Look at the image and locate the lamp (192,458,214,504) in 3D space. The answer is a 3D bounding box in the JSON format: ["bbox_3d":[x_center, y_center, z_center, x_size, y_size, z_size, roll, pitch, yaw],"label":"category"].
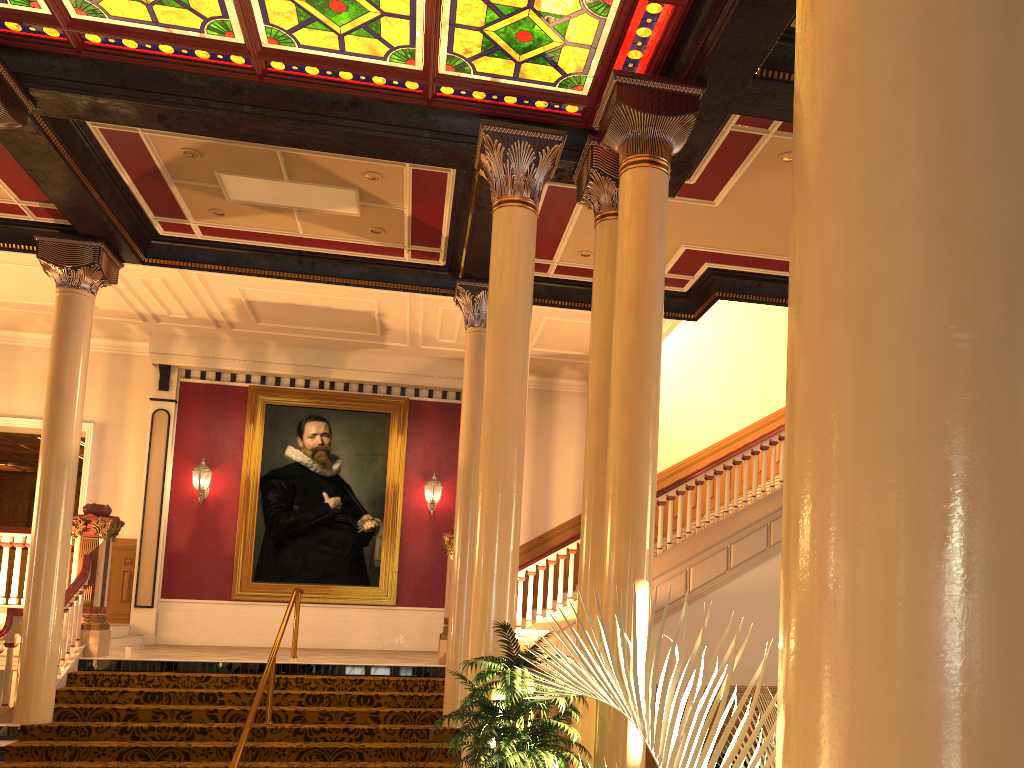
[{"bbox_3d":[-4.846,1.521,13.600,0.322,0.719,0.396,3,-7,-8],"label":"lamp"}]

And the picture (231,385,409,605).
[{"bbox_3d":[-3.068,1.811,14.085,2.584,3.399,0.055,4,-5,-11],"label":"picture"}]

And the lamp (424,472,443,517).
[{"bbox_3d":[-1.299,1.821,14.284,0.322,0.719,0.396,3,-7,-8],"label":"lamp"}]

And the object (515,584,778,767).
[{"bbox_3d":[0.293,1.488,1.515,1.868,2.222,2.036,6,-10,-20],"label":"object"}]

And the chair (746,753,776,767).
[{"bbox_3d":[2.661,4.016,8.247,0.718,0.906,0.625,9,-11,-38],"label":"chair"}]

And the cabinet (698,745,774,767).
[{"bbox_3d":[2.256,4.246,9.069,1.273,0.854,0.553,4,-8,-10],"label":"cabinet"}]

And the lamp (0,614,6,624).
[{"bbox_3d":[-5.614,3.429,9.159,0.602,1.981,0.568,5,-7,-27],"label":"lamp"}]

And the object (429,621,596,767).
[{"bbox_3d":[0.000,2.654,5.780,1.041,2.118,1.091,-4,-9,40],"label":"object"}]

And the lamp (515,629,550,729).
[{"bbox_3d":[0.125,3.917,10.275,0.572,1.981,0.597,1,-6,9],"label":"lamp"}]

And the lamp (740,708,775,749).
[{"bbox_3d":[2.620,3.652,9.228,0.325,0.413,0.319,4,-9,-12],"label":"lamp"}]
